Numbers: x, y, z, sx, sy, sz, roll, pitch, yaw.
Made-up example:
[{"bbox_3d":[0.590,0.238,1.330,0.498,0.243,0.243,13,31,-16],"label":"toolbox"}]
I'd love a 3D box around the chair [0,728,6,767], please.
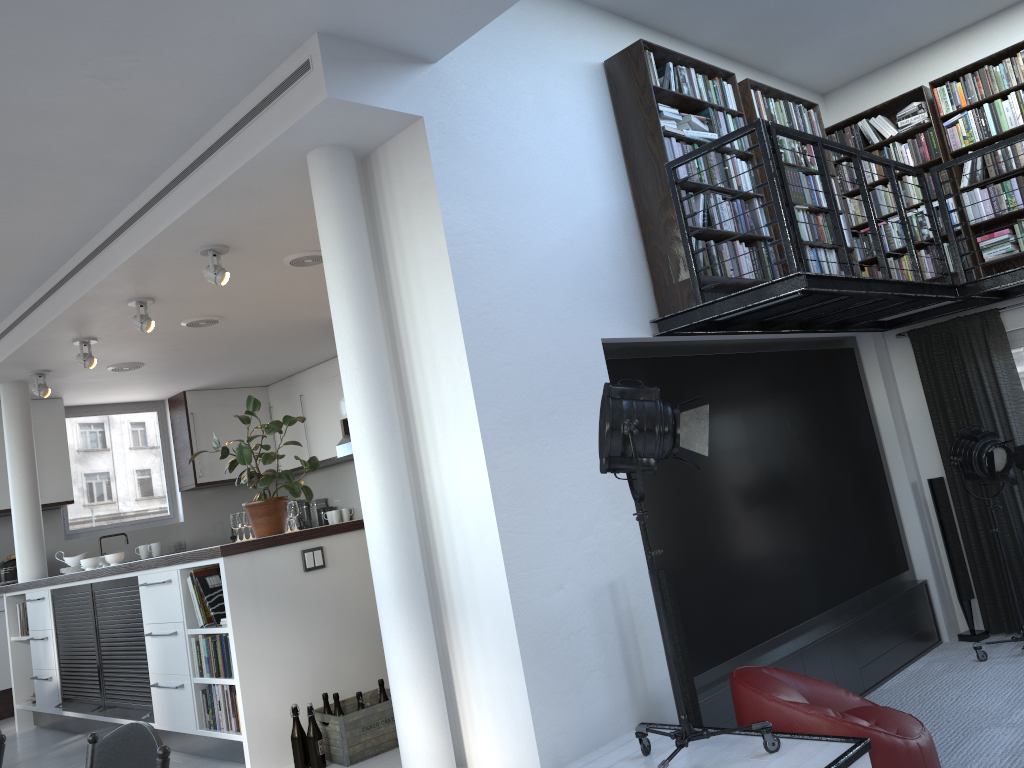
[{"bbox_3d":[-1.116,1.145,1.503,0.504,0.970,0.493,-2,-12,-45],"label":"chair"}]

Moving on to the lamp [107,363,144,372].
[{"bbox_3d":[-3.647,-0.156,8.366,0.327,0.025,0.328,-13,-7,20],"label":"lamp"}]

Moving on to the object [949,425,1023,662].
[{"bbox_3d":[4.314,0.822,5.579,2.893,1.587,0.752,-15,-9,28],"label":"object"}]

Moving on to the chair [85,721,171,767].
[{"bbox_3d":[-0.679,1.023,1.168,0.504,0.970,0.493,-4,-11,-40],"label":"chair"}]

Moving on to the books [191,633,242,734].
[{"bbox_3d":[-1.474,1.497,5.061,0.492,0.802,0.537,-2,-12,-45],"label":"books"}]

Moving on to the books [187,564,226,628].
[{"bbox_3d":[-1.700,1.212,5.091,0.186,0.330,0.321,-2,-11,-45],"label":"books"}]

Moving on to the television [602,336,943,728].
[{"bbox_3d":[1.821,0.877,5.775,3.356,2.440,0.116,-3,-11,-45],"label":"television"}]

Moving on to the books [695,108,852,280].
[{"bbox_3d":[3.256,-1.647,4.698,1.600,1.146,4.308,-3,-10,-46],"label":"books"}]

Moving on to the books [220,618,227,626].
[{"bbox_3d":[-1.465,1.287,4.922,0.203,0.054,0.272,-16,-9,40],"label":"books"}]

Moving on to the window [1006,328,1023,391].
[{"bbox_3d":[4.176,0.304,6.352,0.133,1.614,1.159,-2,-12,-45],"label":"window"}]

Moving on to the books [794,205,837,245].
[{"bbox_3d":[3.417,-1.794,4.866,1.171,1.412,4.356,-3,-11,-45],"label":"books"}]

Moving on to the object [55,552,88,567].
[{"bbox_3d":[-3.896,1.552,7.851,0.269,0.174,0.129,-9,-8,-16],"label":"object"}]

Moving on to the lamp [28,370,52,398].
[{"bbox_3d":[-4.212,0.013,7.929,0.183,0.240,0.182,-4,-11,-41],"label":"lamp"}]

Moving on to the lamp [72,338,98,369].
[{"bbox_3d":[-3.420,-0.233,7.122,0.183,0.240,0.182,-4,-11,-41],"label":"lamp"}]

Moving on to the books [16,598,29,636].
[{"bbox_3d":[-3.982,1.930,7.474,0.253,0.325,0.506,-3,-11,-45],"label":"books"}]

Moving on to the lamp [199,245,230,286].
[{"bbox_3d":[-1.837,-0.723,5.509,0.183,0.240,0.182,-4,-11,-41],"label":"lamp"}]

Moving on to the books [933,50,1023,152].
[{"bbox_3d":[4.226,-2.133,5.812,0.213,0.832,2.620,-2,-11,-45],"label":"books"}]

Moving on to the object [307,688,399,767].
[{"bbox_3d":[-0.796,1.833,4.774,0.456,0.249,0.387,-5,-9,-39],"label":"object"}]

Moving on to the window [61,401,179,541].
[{"bbox_3d":[-4.485,0.941,10.016,1.299,1.467,0.132,-3,-12,-45],"label":"window"}]

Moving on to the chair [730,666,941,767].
[{"bbox_3d":[1.473,1.624,4.040,0.827,0.715,0.829,-14,-8,24],"label":"chair"}]

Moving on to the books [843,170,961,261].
[{"bbox_3d":[4.275,-1.854,5.759,0.227,1.419,4.408,-2,-11,-45],"label":"books"}]

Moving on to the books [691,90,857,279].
[{"bbox_3d":[3.023,-1.764,4.498,2.207,1.416,4.350,-3,-10,-46],"label":"books"}]

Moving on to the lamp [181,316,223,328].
[{"bbox_3d":[-2.523,-0.504,7.221,0.329,0.025,0.326,-5,-9,-40],"label":"lamp"}]

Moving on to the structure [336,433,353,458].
[{"bbox_3d":[-1.392,0.567,9.548,0.523,0.251,1.036,-4,-10,-45],"label":"structure"}]

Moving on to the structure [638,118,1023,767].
[{"bbox_3d":[3.082,-0.051,3.988,4.620,3.372,4.460,-3,-11,-45],"label":"structure"}]

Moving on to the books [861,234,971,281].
[{"bbox_3d":[3.917,-1.830,5.428,1.287,1.436,4.407,-3,-10,-43],"label":"books"}]

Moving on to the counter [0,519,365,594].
[{"bbox_3d":[-2.466,1.297,6.670,1.448,0.062,4.174,-4,-9,-45],"label":"counter"}]

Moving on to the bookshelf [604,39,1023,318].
[{"bbox_3d":[3.322,-1.715,4.779,3.092,1.625,4.447,-3,-10,-45],"label":"bookshelf"}]

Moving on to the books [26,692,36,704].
[{"bbox_3d":[-3.868,2.470,7.426,0.469,0.326,0.293,-17,-10,42],"label":"books"}]

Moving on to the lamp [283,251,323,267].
[{"bbox_3d":[-1.398,-0.853,6.074,0.326,0.025,0.329,-17,-9,43],"label":"lamp"}]

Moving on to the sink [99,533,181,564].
[{"bbox_3d":[-3.453,1.609,8.115,0.649,0.522,0.543,-3,-11,-45],"label":"sink"}]

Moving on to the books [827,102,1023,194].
[{"bbox_3d":[4.274,-1.843,5.755,0.242,1.404,4.413,-2,-11,-44],"label":"books"}]

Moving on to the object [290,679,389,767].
[{"bbox_3d":[-0.890,1.803,4.695,0.557,0.326,0.287,-8,-8,-18],"label":"object"}]

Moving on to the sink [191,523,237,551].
[{"bbox_3d":[-3.239,1.776,10.333,0.917,0.416,0.431,-4,-10,-45],"label":"sink"}]

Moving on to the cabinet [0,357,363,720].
[{"bbox_3d":[-2.989,1.031,6.442,7.235,3.018,7.253,-4,-10,-45],"label":"cabinet"}]

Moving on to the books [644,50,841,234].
[{"bbox_3d":[1.580,-1.331,5.933,2.209,1.430,0.313,-3,-11,-44],"label":"books"}]

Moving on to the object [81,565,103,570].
[{"bbox_3d":[-3.601,1.582,7.671,0.234,0.041,0.236,-16,-9,40],"label":"object"}]

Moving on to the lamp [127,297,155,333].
[{"bbox_3d":[-2.629,-0.478,6.316,0.183,0.240,0.182,-4,-11,-41],"label":"lamp"}]

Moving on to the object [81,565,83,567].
[{"bbox_3d":[-3.605,1.565,7.673,0.236,0.041,0.234,-4,-10,-46],"label":"object"}]

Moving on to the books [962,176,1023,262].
[{"bbox_3d":[4.566,-1.786,5.486,0.240,1.128,3.370,-2,-11,-45],"label":"books"}]

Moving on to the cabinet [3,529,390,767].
[{"bbox_3d":[-2.351,1.869,6.572,1.502,1.178,4.143,-3,-10,-45],"label":"cabinet"}]
